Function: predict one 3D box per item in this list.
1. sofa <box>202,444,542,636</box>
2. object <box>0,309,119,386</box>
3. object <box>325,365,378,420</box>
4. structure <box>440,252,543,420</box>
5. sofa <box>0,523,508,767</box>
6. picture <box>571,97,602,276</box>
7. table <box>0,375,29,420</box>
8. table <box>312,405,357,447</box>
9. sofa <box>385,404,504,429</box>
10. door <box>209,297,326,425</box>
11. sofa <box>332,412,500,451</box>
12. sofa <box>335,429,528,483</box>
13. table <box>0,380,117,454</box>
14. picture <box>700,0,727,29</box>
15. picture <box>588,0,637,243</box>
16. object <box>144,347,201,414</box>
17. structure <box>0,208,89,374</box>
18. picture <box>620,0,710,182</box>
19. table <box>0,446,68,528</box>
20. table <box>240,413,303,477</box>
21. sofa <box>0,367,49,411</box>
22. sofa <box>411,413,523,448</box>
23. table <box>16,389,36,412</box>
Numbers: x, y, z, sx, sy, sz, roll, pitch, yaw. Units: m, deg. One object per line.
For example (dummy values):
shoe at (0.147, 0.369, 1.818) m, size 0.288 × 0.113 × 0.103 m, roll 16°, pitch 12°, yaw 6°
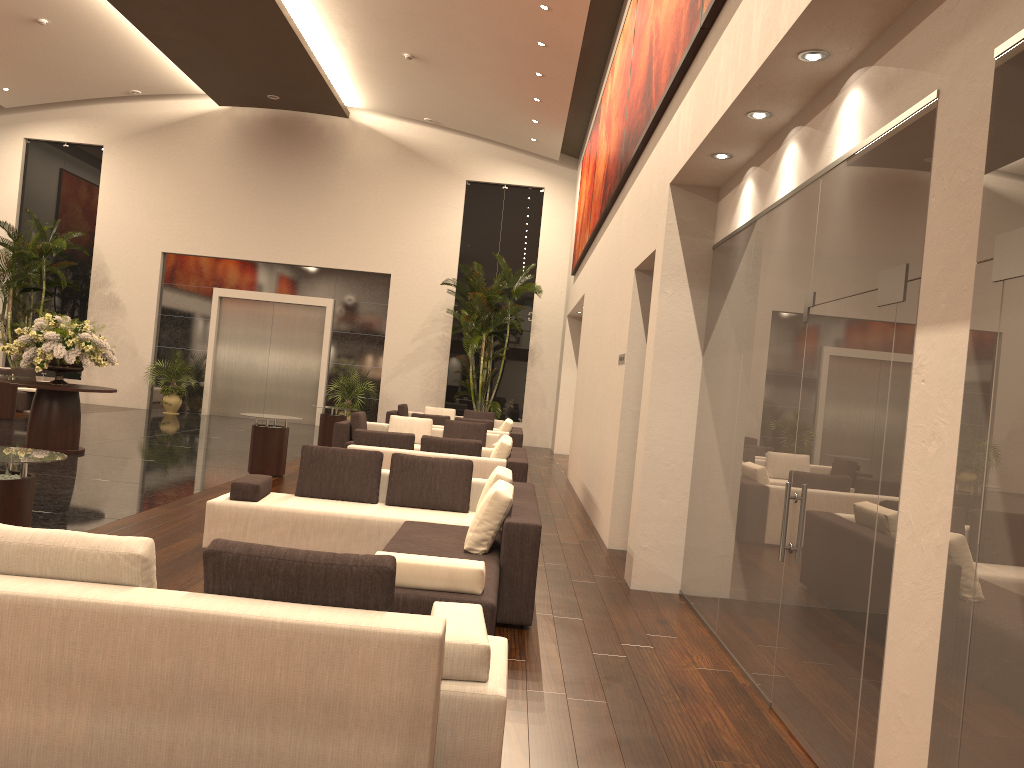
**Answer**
sofa at (-1.110, 1.011, 6.260) m, size 2.586 × 0.862 × 3.366 m, roll 5°, pitch 0°, yaw 0°
object at (-6.255, -0.530, 12.381) m, size 1.453 × 1.097 × 1.402 m, roll 5°, pitch 0°, yaw -44°
object at (-4.042, 0.313, 21.905) m, size 1.297 × 1.682 × 1.373 m, roll 6°, pitch 0°, yaw 38°
structure at (-0.577, -0.824, 21.389) m, size 2.436 × 4.611 × 2.531 m, roll 5°, pitch 0°, yaw -28°
sofa at (-1.424, 0.982, 3.651) m, size 2.846 × 0.862 × 1.291 m, roll 5°, pitch 0°, yaw 0°
picture at (1.449, -3.639, 17.248) m, size 0.070 × 2.526 × 4.515 m, roll 5°, pitch 0°, yaw 0°
table at (-9.386, 0.243, 16.313) m, size 0.833 × 0.795 × 0.844 m, roll 5°, pitch 0°, yaw -39°
table at (-3.298, 0.829, 16.296) m, size 0.833 × 0.795 × 0.844 m, roll 5°, pitch 0°, yaw -39°
sofa at (-1.379, 0.980, 19.903) m, size 2.846 × 0.862 × 1.291 m, roll 5°, pitch 0°, yaw 0°
door at (-6.247, -0.589, 22.782) m, size 2.767 × 3.048 × 0.040 m, roll 5°, pitch 0°, yaw 0°
sofa at (-1.395, 0.981, 14.230) m, size 2.846 × 0.862 × 1.291 m, roll 5°, pitch 0°, yaw 0°
sofa at (-1.113, 1.009, 11.611) m, size 2.586 × 0.862 × 3.366 m, roll 5°, pitch 0°, yaw 0°
table at (-6.377, 0.471, 12.383) m, size 1.498 × 0.921 × 1.498 m, roll 5°, pitch 0°, yaw -9°
picture at (1.409, -3.638, 2.696) m, size 0.070 × 2.526 × 6.485 m, roll 5°, pitch 0°, yaw 0°
picture at (1.436, -3.639, 12.727) m, size 0.070 × 2.526 × 4.515 m, roll 5°, pitch 0°, yaw 0°
object at (-8.355, -0.102, 21.970) m, size 1.297 × 1.682 × 1.373 m, roll 6°, pitch 0°, yaw 33°
structure at (-11.753, -1.900, 21.563) m, size 2.436 × 4.611 × 2.531 m, roll 5°, pitch 0°, yaw -28°
picture at (1.424, -3.639, 8.209) m, size 0.070 × 2.526 × 4.515 m, roll 5°, pitch 0°, yaw 0°
table at (-3.299, 0.833, 5.581) m, size 0.833 × 0.795 × 0.844 m, roll 6°, pitch 0°, yaw 39°
table at (-3.282, 0.832, 11.974) m, size 0.833 × 0.795 × 0.844 m, roll 5°, pitch 0°, yaw -39°
sofa at (-10.665, 0.087, 19.329) m, size 1.291 × 0.862 × 2.846 m, roll 5°, pitch 0°, yaw 0°
sofa at (-1.098, 1.008, 17.283) m, size 2.586 × 0.862 × 3.366 m, roll 5°, pitch 0°, yaw 0°
table at (-10.032, 0.351, 18.544) m, size 0.400 × 0.460 × 0.400 m, roll 5°, pitch 0°, yaw 0°
